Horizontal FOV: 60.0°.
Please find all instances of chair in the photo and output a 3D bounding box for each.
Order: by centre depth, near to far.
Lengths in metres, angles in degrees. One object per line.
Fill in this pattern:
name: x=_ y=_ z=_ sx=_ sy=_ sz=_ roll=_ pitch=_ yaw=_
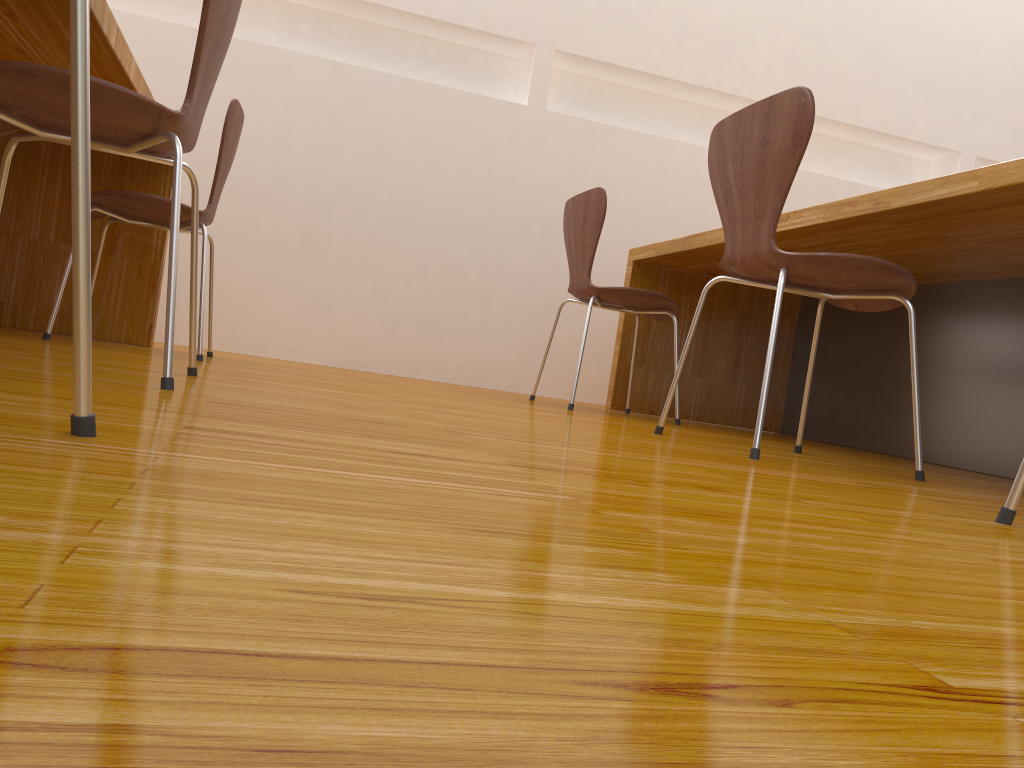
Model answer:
chair: x=-0.385 y=-0.311 z=0.409 sx=0.381 sy=0.693 sz=0.428 roll=8 pitch=1 yaw=-16
chair: x=0.859 y=-0.138 z=0.898 sx=0.381 sy=0.693 sz=0.428 roll=8 pitch=1 yaw=-16
chair: x=-0.642 y=-0.364 z=1.344 sx=0.381 sy=0.693 sz=0.428 roll=8 pitch=1 yaw=-16
chair: x=0.603 y=-0.191 z=1.834 sx=0.381 sy=0.693 sz=0.428 roll=8 pitch=1 yaw=-16
chair: x=-0.973 y=-0.431 z=2.412 sx=0.381 sy=0.693 sz=0.428 roll=8 pitch=1 yaw=-16
chair: x=0.344 y=-0.247 z=2.922 sx=0.381 sy=0.693 sz=0.428 roll=8 pitch=1 yaw=-16

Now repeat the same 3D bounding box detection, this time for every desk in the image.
desk: x=-1.204 y=-0.616 z=1.015 sx=1.248 sy=1.022 sz=3.216 roll=8 pitch=1 yaw=-16
desk: x=1.522 y=0.072 z=2.039 sx=1.527 sy=0.785 sz=3.243 roll=8 pitch=1 yaw=-16
